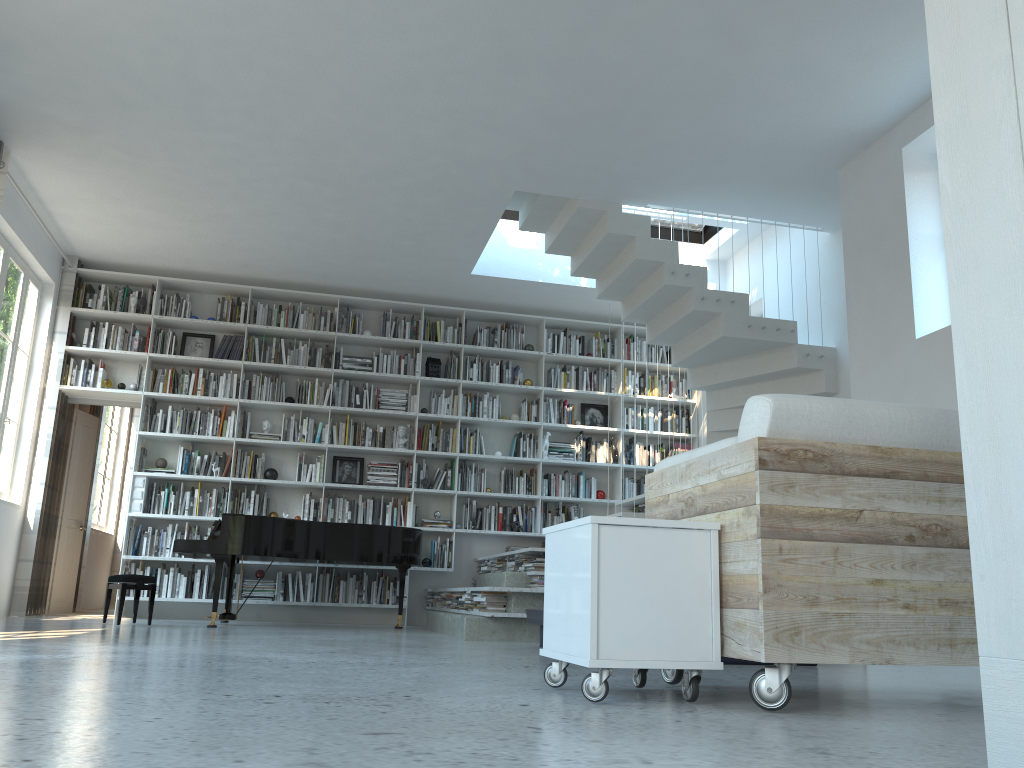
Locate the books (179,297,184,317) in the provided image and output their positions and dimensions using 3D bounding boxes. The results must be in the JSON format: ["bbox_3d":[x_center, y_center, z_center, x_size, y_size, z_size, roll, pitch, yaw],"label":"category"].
[{"bbox_3d":[-3.183,-0.700,8.539,0.013,0.252,0.129,5,-14,-12],"label":"books"}]

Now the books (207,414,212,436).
[{"bbox_3d":[-2.853,0.411,8.385,0.028,0.242,0.132,5,-14,-12],"label":"books"}]

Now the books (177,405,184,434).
[{"bbox_3d":[-3.109,0.358,8.309,0.011,0.292,0.184,5,-14,-12],"label":"books"}]

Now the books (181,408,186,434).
[{"bbox_3d":[-3.081,0.374,8.323,0.011,0.270,0.158,5,-14,-12],"label":"books"}]

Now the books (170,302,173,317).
[{"bbox_3d":[-3.260,-0.676,8.520,0.014,0.192,0.146,5,-14,-12],"label":"books"}]

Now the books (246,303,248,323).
[{"bbox_3d":[-2.595,-0.646,8.677,0.039,0.251,0.147,5,-14,-12],"label":"books"}]

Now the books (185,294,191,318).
[{"bbox_3d":[-3.133,-0.711,8.570,0.015,0.292,0.131,5,-13,-12],"label":"books"}]

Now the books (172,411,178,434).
[{"bbox_3d":[-3.158,0.383,8.314,0.049,0.242,0.139,5,-14,-12],"label":"books"}]

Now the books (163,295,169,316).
[{"bbox_3d":[-3.314,-0.711,8.503,0.012,0.248,0.180,5,-14,-12],"label":"books"}]

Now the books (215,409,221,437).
[{"bbox_3d":[-2.784,0.391,8.400,0.015,0.292,0.144,5,-13,-12],"label":"books"}]

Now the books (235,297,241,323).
[{"bbox_3d":[-2.672,-0.681,8.640,0.025,0.296,0.164,5,-14,-12],"label":"books"}]

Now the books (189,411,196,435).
[{"bbox_3d":[-2.999,0.390,8.349,0.048,0.255,0.142,5,-14,-12],"label":"books"}]

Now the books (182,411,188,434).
[{"bbox_3d":[-3.060,0.388,8.307,0.024,0.236,0.167,5,-14,-12],"label":"books"}]

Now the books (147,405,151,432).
[{"bbox_3d":[-3.363,0.346,8.239,0.027,0.265,0.176,5,-14,-12],"label":"books"}]

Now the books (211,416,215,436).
[{"bbox_3d":[-2.816,0.423,8.376,0.012,0.217,0.160,5,-14,-12],"label":"books"}]

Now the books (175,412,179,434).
[{"bbox_3d":[-3.123,0.388,8.301,0.014,0.229,0.148,5,-14,-12],"label":"books"}]

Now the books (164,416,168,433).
[{"bbox_3d":[-3.228,0.406,8.300,0.021,0.187,0.129,5,-14,-12],"label":"books"}]

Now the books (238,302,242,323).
[{"bbox_3d":[-2.656,-0.656,8.663,0.022,0.260,0.152,5,-14,-12],"label":"books"}]

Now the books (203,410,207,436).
[{"bbox_3d":[-2.888,0.388,8.361,0.012,0.271,0.145,5,-14,-12],"label":"books"}]

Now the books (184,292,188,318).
[{"bbox_3d":[-3.141,-0.719,8.557,0.007,0.300,0.146,5,-13,-12],"label":"books"}]

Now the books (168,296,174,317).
[{"bbox_3d":[-3.272,-0.704,8.514,0.016,0.242,0.156,5,-14,-12],"label":"books"}]

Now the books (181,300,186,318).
[{"bbox_3d":[-3.151,-0.682,8.525,0.021,0.213,0.173,5,-14,-12],"label":"books"}]

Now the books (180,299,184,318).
[{"bbox_3d":[-3.169,-0.685,8.529,0.013,0.219,0.181,5,-14,-12],"label":"books"}]

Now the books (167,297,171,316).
[{"bbox_3d":[-3.285,-0.697,8.505,0.013,0.224,0.177,5,-14,-12],"label":"books"}]

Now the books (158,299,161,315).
[{"bbox_3d":[-3.368,-0.693,8.489,0.017,0.203,0.142,5,-14,-12],"label":"books"}]

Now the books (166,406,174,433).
[{"bbox_3d":[-3.200,0.357,8.294,0.023,0.280,0.174,5,-14,-12],"label":"books"}]

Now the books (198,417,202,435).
[{"bbox_3d":[-2.932,0.419,8.351,0.021,0.204,0.130,5,-14,-12],"label":"books"}]

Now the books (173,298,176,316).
[{"bbox_3d":[-3.230,-0.715,8.521,0.007,0.271,0.155,5,-14,-12],"label":"books"}]

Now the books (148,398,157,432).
[{"bbox_3d":[-3.343,0.314,8.248,0.012,0.333,0.185,5,-14,-12],"label":"books"}]

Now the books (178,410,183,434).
[{"bbox_3d":[-3.093,0.380,8.300,0.021,0.247,0.189,5,-14,-12],"label":"books"}]

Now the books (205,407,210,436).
[{"bbox_3d":[-2.881,0.377,8.382,0.011,0.303,0.130,5,-13,-12],"label":"books"}]

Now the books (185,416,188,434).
[{"bbox_3d":[-3.051,0.411,8.332,0.010,0.203,0.139,5,-14,-12],"label":"books"}]

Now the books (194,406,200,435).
[{"bbox_3d":[-2.965,0.367,8.343,0.013,0.299,0.152,5,-13,-12],"label":"books"}]

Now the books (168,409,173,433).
[{"bbox_3d":[-3.182,0.374,8.285,0.011,0.245,0.176,5,-14,-12],"label":"books"}]

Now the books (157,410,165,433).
[{"bbox_3d":[-3.268,0.371,8.262,0.022,0.235,0.177,5,-14,-12],"label":"books"}]

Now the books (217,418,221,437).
[{"bbox_3d":[-2.769,0.432,8.379,0.013,0.203,0.162,5,-14,-12],"label":"books"}]

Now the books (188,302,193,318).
[{"bbox_3d":[-3.106,-0.670,8.559,0.013,0.209,0.137,5,-14,-12],"label":"books"}]

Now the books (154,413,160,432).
[{"bbox_3d":[-3.303,0.385,8.268,0.042,0.208,0.143,5,-14,-12],"label":"books"}]

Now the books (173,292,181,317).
[{"bbox_3d":[-3.216,-0.722,8.510,0.015,0.279,0.191,5,-14,-12],"label":"books"}]

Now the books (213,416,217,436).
[{"bbox_3d":[-2.801,0.423,8.384,0.021,0.220,0.149,5,-14,-12],"label":"books"}]

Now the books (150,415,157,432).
[{"bbox_3d":[-3.323,0.391,8.242,0.037,0.181,0.189,5,-14,-12],"label":"books"}]

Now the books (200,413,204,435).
[{"bbox_3d":[-2.912,0.406,8.344,0.013,0.228,0.177,5,-14,-12],"label":"books"}]

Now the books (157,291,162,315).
[{"bbox_3d":[-3.380,-0.731,8.503,0.007,0.284,0.160,5,-14,-12],"label":"books"}]

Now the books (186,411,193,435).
[{"bbox_3d":[-3.030,0.390,8.323,0.023,0.242,0.185,5,-14,-12],"label":"books"}]

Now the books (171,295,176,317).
[{"bbox_3d":[-3.242,-0.711,8.519,0.016,0.260,0.154,5,-14,-12],"label":"books"}]

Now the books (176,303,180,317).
[{"bbox_3d":[-3.202,-0.669,8.521,0.026,0.182,0.162,5,-14,-12],"label":"books"}]

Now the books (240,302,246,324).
[{"bbox_3d":[-2.627,-0.654,8.655,0.031,0.253,0.178,5,-14,-12],"label":"books"}]

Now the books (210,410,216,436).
[{"bbox_3d":[-2.825,0.390,8.366,0.015,0.274,0.157,5,-14,-12],"label":"books"}]

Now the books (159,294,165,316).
[{"bbox_3d":[-3.357,-0.717,8.503,0.007,0.258,0.157,5,-14,-12],"label":"books"}]

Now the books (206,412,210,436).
[{"bbox_3d":[-2.870,0.403,8.373,0.011,0.251,0.139,5,-14,-12],"label":"books"}]

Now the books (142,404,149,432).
[{"bbox_3d":[-3.410,0.339,8.256,0.012,0.284,0.160,5,-14,-12],"label":"books"}]

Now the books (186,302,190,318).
[{"bbox_3d":[-3.117,-0.670,8.546,0.014,0.201,0.171,5,-14,-12],"label":"books"}]

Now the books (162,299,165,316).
[{"bbox_3d":[-3.338,-0.692,8.501,0.032,0.209,0.158,5,-14,-12],"label":"books"}]

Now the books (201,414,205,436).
[{"bbox_3d":[-2.902,0.410,8.358,0.013,0.227,0.152,5,-14,-12],"label":"books"}]

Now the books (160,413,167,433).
[{"bbox_3d":[-3.242,0.386,8.254,0.028,0.203,0.188,5,-14,-12],"label":"books"}]

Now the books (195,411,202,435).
[{"bbox_3d":[-2.952,0.392,8.352,0.021,0.256,0.156,5,-14,-12],"label":"books"}]

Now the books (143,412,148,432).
[{"bbox_3d":[-3.391,0.376,8.243,0.026,0.208,0.155,5,-14,-12],"label":"books"}]

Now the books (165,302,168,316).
[{"bbox_3d":[-3.304,-0.680,8.514,0.017,0.193,0.129,5,-14,-12],"label":"books"}]
